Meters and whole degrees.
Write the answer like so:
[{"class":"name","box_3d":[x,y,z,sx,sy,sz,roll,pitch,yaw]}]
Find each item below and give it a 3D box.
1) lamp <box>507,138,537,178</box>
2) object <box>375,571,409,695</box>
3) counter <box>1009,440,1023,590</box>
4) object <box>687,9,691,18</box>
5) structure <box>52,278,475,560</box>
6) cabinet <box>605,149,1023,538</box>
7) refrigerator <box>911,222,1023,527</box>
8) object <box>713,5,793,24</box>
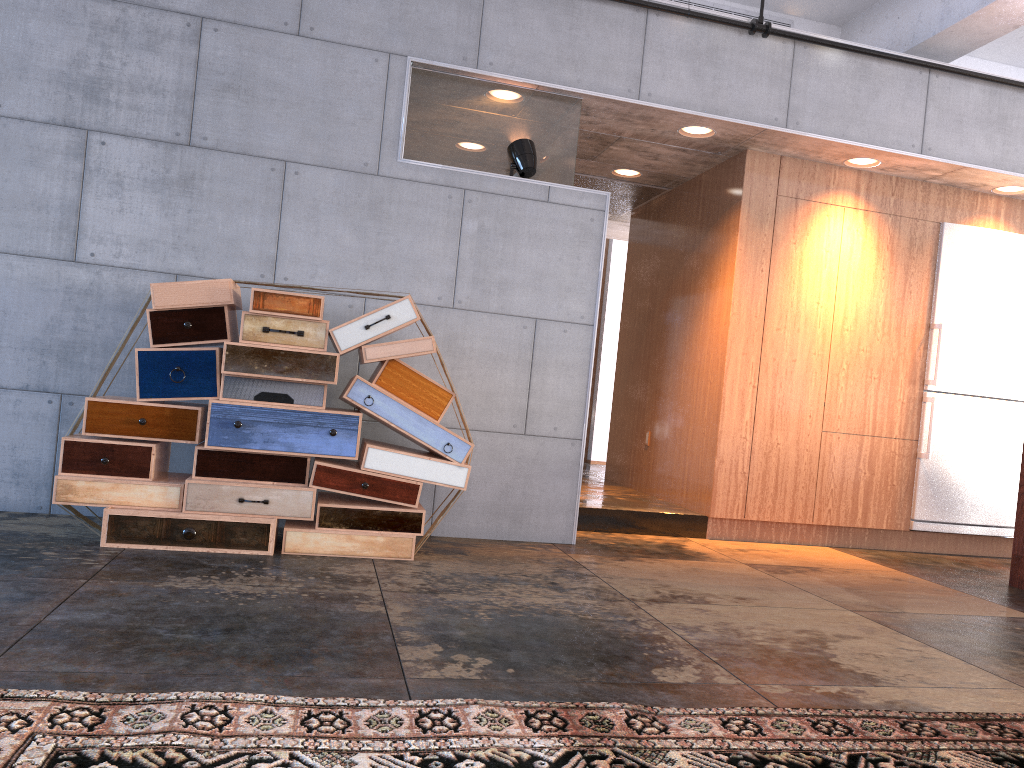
[{"class":"lamp","box_3d":[0.062,-1.337,5.310,0.175,0.258,0.207,6,0,-32]},{"class":"object","box_3d":[3.252,1.418,5.889,27.487,0.001,19.540,6,-1,-14]},{"class":"counter","box_3d":[6.460,1.104,5.720,6.725,0.971,1.130,6,0,-14]},{"class":"object","box_3d":[6.121,0.404,7.740,0.054,0.051,0.062,6,0,-21]},{"class":"structure","box_3d":[-1.146,0.154,4.420,1.933,1.315,0.631,6,0,-14]},{"class":"cabinet","box_3d":[5.197,0.044,8.265,8.192,2.562,2.354,6,0,-14]},{"class":"refrigerator","box_3d":[3.493,-0.049,6.668,0.968,2.191,0.217,6,0,-17]},{"class":"object","box_3d":[3.314,-1.205,7.070,6.012,2.868,0.057,6,0,-13]}]
